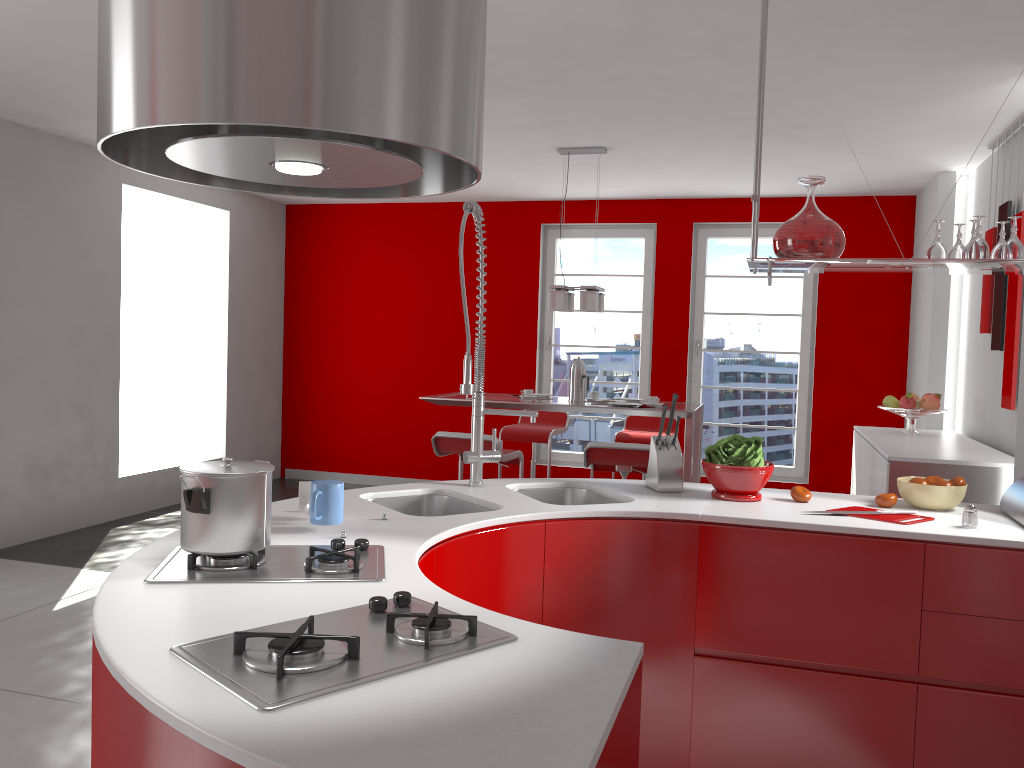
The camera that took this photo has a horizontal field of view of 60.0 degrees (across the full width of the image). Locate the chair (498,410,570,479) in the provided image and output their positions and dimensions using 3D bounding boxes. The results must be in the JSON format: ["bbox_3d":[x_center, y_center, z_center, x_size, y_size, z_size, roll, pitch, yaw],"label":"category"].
[{"bbox_3d":[0.166,0.631,6.636,0.418,0.857,0.460,3,3,24],"label":"chair"}]

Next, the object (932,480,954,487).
[{"bbox_3d":[1.337,0.323,2.755,0.066,0.049,0.062,2,3,13],"label":"object"}]

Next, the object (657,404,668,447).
[{"bbox_3d":[0.493,0.205,2.973,0.012,0.279,0.130,1,3,-13],"label":"object"}]

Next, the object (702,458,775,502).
[{"bbox_3d":[0.728,0.310,2.871,0.229,0.118,0.228,1,3,-13],"label":"object"}]

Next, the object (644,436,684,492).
[{"bbox_3d":[0.516,0.265,2.999,0.091,0.178,0.137,1,3,-11],"label":"object"}]

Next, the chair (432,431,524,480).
[{"bbox_3d":[-0.200,0.691,5.072,0.418,0.857,0.460,3,3,21],"label":"chair"}]

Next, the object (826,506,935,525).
[{"bbox_3d":[1.090,0.389,2.632,0.266,0.006,0.168,4,4,43],"label":"object"}]

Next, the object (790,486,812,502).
[{"bbox_3d":[0.925,0.353,2.840,0.064,0.048,0.063,2,3,-6],"label":"object"}]

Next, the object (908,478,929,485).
[{"bbox_3d":[1.281,0.319,2.792,0.066,0.049,0.062,3,3,24],"label":"object"}]

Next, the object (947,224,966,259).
[{"bbox_3d":[1.389,-0.425,2.757,0.060,0.141,0.060,2,3,-7],"label":"object"}]

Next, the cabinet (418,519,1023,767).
[{"bbox_3d":[0.622,0.802,2.260,1.875,0.761,1.025,0,3,-28],"label":"cabinet"}]

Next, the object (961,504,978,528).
[{"bbox_3d":[1.291,0.372,2.500,0.043,0.066,0.042,3,3,29],"label":"object"}]

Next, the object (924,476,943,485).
[{"bbox_3d":[1.341,0.320,2.817,0.065,0.052,0.062,2,3,1],"label":"object"}]

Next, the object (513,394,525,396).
[{"bbox_3d":[0.044,0.074,6.071,0.095,0.012,0.234,3,3,15],"label":"object"}]

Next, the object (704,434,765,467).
[{"bbox_3d":[0.720,0.257,2.871,0.198,0.182,0.193,3,3,22],"label":"object"}]

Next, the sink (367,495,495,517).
[{"bbox_3d":[-0.249,0.454,2.642,0.326,0.172,0.428,0,3,-35],"label":"sink"}]

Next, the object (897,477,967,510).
[{"bbox_3d":[1.325,0.351,2.805,0.201,0.086,0.201,3,3,17],"label":"object"}]

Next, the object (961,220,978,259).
[{"bbox_3d":[1.390,-0.421,2.671,0.060,0.141,0.060,3,3,16],"label":"object"}]

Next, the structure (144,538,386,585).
[{"bbox_3d":[-0.495,0.358,1.853,0.457,0.037,0.303,1,3,-9],"label":"structure"}]

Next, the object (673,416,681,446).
[{"bbox_3d":[0.546,0.204,2.983,0.009,0.197,0.091,1,3,-13],"label":"object"}]

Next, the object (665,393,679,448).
[{"bbox_3d":[0.522,0.190,2.968,0.014,0.322,0.150,1,3,-13],"label":"object"}]

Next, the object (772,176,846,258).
[{"bbox_3d":[0.919,-0.502,2.739,0.213,0.266,0.213,4,4,44],"label":"object"}]

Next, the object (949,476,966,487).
[{"bbox_3d":[1.392,0.319,2.784,0.055,0.058,0.066,2,3,2],"label":"object"}]

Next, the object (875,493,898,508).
[{"bbox_3d":[1.176,0.366,2.788,0.065,0.047,0.063,3,3,16],"label":"object"}]

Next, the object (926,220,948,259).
[{"bbox_3d":[1.294,-0.425,2.698,0.060,0.141,0.060,3,3,16],"label":"object"}]

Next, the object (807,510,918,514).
[{"bbox_3d":[1.033,0.381,2.630,0.375,0.008,0.041,2,3,-7],"label":"object"}]

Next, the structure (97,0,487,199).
[{"bbox_3d":[-0.360,-0.850,1.539,0.644,0.958,0.644,1,3,-18],"label":"structure"}]

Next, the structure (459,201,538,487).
[{"bbox_3d":[-0.079,-0.118,2.865,0.308,0.920,0.178,0,3,-30],"label":"structure"}]

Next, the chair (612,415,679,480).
[{"bbox_3d":[0.965,0.666,6.424,0.418,0.857,0.460,3,3,19],"label":"chair"}]

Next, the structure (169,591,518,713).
[{"bbox_3d":[-0.251,0.387,1.379,0.457,0.037,0.303,-1,4,-44],"label":"structure"}]

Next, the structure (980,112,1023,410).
[{"bbox_3d":[2.667,-0.631,4.831,0.040,1.503,0.820,3,3,16],"label":"structure"}]

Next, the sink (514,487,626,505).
[{"bbox_3d":[0.178,0.457,2.876,0.326,0.172,0.428,1,3,-23],"label":"sink"}]

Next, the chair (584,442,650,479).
[{"bbox_3d":[0.601,0.727,4.834,0.418,0.857,0.460,2,3,12],"label":"chair"}]

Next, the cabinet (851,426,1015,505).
[{"bbox_3d":[2.313,0.763,5.003,0.610,0.880,1.802,3,3,16],"label":"cabinet"}]
